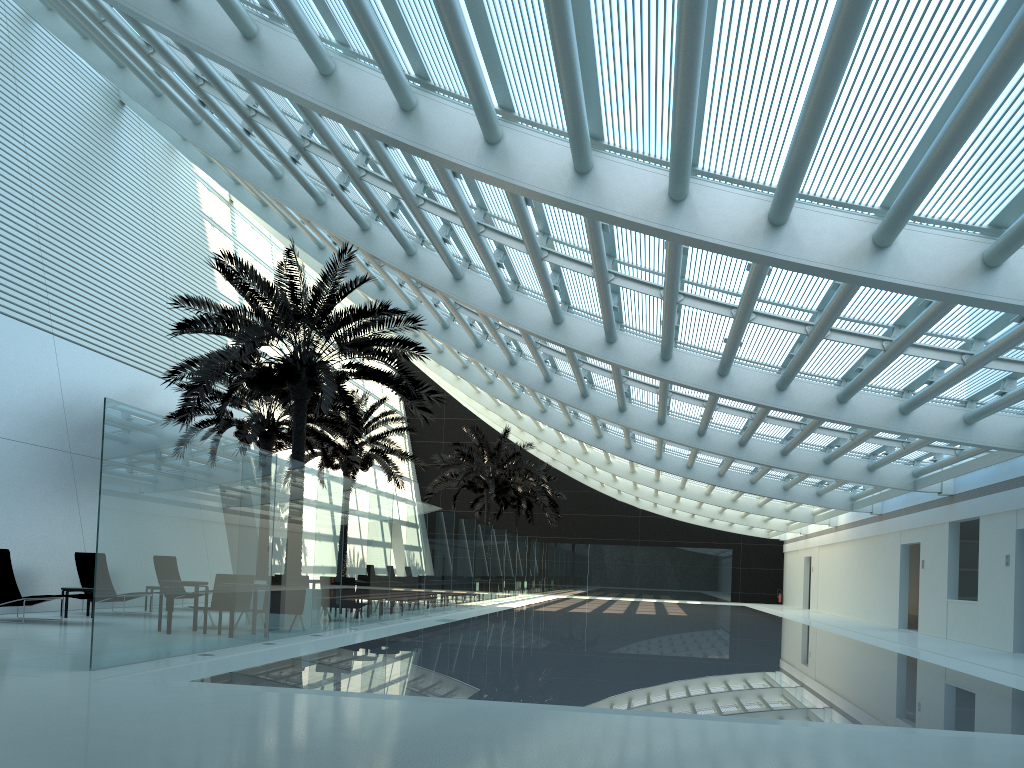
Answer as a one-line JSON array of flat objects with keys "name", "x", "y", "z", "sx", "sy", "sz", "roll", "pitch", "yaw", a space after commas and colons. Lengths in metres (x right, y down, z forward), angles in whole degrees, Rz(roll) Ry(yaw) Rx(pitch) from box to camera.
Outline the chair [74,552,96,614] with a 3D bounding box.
[{"name": "chair", "x": -7.120, "y": 3.811, "z": 16.553, "sx": 2.035, "sy": 1.137, "sz": 0.940, "roll": 1, "pitch": -6, "yaw": 9}]

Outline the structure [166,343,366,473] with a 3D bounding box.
[{"name": "structure", "x": -6.193, "y": 2.213, "z": 21.979, "sx": 4.653, "sy": 6.711, "sz": 4.343, "roll": 3, "pitch": -5, "yaw": -12}]

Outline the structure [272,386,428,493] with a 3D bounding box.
[{"name": "structure", "x": -5.449, "y": 3.503, "z": 27.980, "sx": 4.303, "sy": 6.770, "sz": 4.697, "roll": -2, "pitch": -7, "yaw": 43}]

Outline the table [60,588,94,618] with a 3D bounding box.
[{"name": "table", "x": -7.694, "y": 3.875, "z": 15.447, "sx": 0.560, "sy": 0.507, "sz": 0.559, "roll": 8, "pitch": -9, "yaw": -38}]

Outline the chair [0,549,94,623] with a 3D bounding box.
[{"name": "chair", "x": -7.526, "y": 3.245, "z": 13.995, "sx": 2.035, "sy": 1.137, "sz": 0.940, "roll": 1, "pitch": -6, "yaw": 9}]

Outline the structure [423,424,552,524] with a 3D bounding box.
[{"name": "structure", "x": -0.962, "y": 5.096, "z": 34.836, "sx": 4.821, "sy": 6.894, "sz": 4.523, "roll": 2, "pitch": -5, "yaw": 3}]

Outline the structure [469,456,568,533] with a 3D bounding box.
[{"name": "structure", "x": 0.348, "y": 6.889, "z": 42.931, "sx": 4.468, "sy": 6.891, "sz": 4.884, "roll": 3, "pitch": -5, "yaw": -12}]

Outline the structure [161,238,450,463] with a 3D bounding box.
[{"name": "structure", "x": -3.973, "y": 0.880, "z": 15.797, "sx": 4.823, "sy": 6.893, "sz": 4.521, "roll": 0, "pitch": -6, "yaw": 28}]
